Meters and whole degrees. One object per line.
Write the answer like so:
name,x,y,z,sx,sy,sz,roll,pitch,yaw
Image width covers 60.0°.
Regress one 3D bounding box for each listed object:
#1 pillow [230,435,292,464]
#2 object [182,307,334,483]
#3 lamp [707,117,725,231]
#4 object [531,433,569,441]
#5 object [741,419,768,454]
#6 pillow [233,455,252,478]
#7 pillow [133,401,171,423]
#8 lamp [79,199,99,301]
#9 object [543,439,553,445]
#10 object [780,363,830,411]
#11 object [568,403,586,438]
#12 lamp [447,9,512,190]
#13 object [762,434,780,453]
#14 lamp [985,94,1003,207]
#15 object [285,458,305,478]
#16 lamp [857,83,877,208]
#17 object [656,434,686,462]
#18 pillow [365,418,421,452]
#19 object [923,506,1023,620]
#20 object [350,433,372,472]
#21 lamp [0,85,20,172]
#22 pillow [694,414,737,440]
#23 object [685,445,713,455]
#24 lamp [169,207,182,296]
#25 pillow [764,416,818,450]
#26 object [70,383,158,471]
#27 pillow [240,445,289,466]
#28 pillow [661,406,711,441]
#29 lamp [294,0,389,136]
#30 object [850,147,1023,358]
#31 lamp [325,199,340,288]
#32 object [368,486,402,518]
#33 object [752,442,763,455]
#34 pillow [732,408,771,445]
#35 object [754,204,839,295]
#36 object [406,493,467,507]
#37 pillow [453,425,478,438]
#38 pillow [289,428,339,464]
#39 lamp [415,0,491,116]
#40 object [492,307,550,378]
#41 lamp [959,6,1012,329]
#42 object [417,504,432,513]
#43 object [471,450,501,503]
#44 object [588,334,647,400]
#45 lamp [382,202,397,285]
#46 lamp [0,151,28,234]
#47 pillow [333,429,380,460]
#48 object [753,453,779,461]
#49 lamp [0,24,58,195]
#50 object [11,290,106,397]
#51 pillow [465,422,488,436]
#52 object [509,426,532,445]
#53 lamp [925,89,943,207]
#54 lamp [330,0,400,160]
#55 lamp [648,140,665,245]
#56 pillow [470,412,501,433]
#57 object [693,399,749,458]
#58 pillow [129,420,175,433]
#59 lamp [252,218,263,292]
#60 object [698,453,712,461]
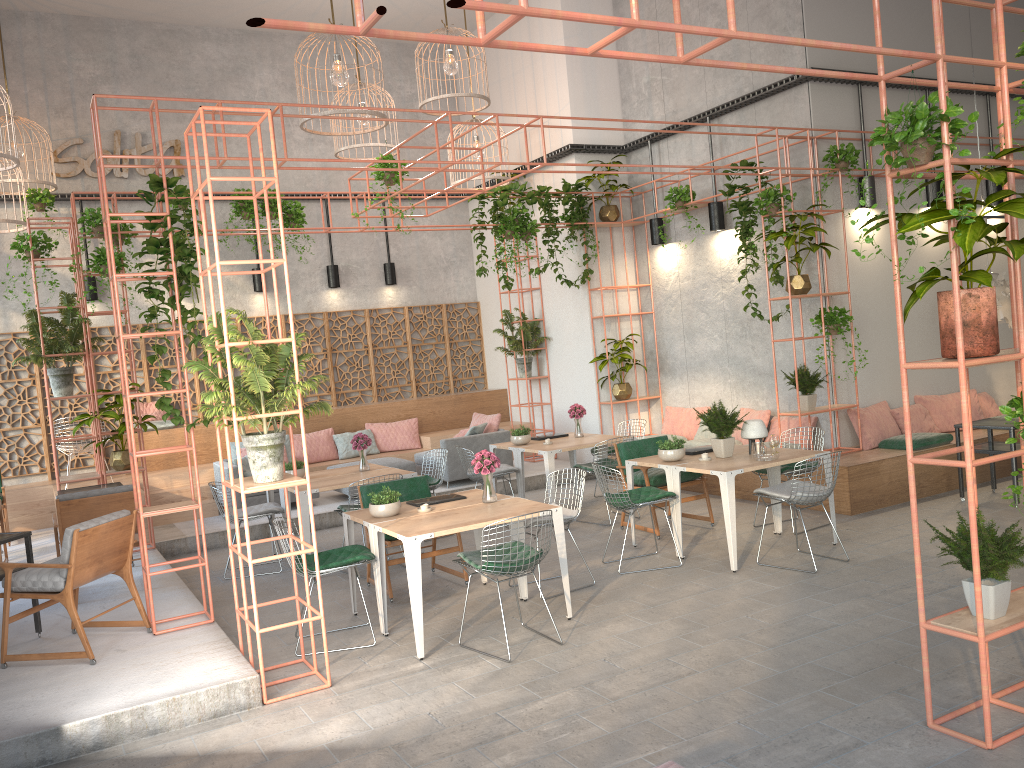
pillow,-3.392,0.977,12.038,0.839,0.474,0.276,-7,3,-28
object,-1.609,0.066,5.588,0.900,1.100,0.894,-5,2,1
lamp,2.540,-2.656,11.203,0.185,1.425,0.179,-7,3,-29
object,0.458,0.654,11.000,0.427,0.031,0.268,-7,3,-28
object,2.207,0.483,8.067,0.241,0.313,0.241,-5,3,16
pillow,-3.387,1.081,11.527,0.307,0.324,0.499,-5,2,7
pillow,-5.229,0.398,12.891,0.499,0.324,0.307,-6,3,-13
lamp,-6.063,-1.899,12.602,0.185,1.436,0.185,-5,3,12
object,0.416,0.668,10.328,0.115,0.078,0.115,-6,3,-23
object,3.185,0.029,9.673,0.368,0.527,0.438,-7,3,-28
object,0.795,0.441,10.753,0.225,0.414,0.213,-7,3,-36
lamp,-0.612,-4.618,12.790,0.883,3.476,0.883,-4,3,24
object,2.348,0.545,7.991,0.210,0.154,0.165,-7,3,-39
lamp,6.172,-3.007,11.413,0.179,1.425,0.185,-7,3,-29
object,-2.286,0.881,9.259,0.252,0.247,0.247,-7,3,-29
lamp,4.071,-2.760,10.267,0.179,1.425,0.185,-7,3,-29
object,1.451,0.579,8.083,0.254,0.247,0.248,-7,3,-28
pillow,-1.854,0.807,13.804,0.839,0.474,0.276,-6,2,-8
object,2.258,0.856,4.271,0.368,0.527,0.438,-7,3,-28
object,-1.598,0.723,9.448,0.225,0.414,0.213,-7,3,-36
lamp,-5.683,-3.974,8.965,0.883,3.476,0.883,-4,3,24
pillow,2.683,0.591,11.642,0.289,0.385,0.666,-7,3,-33
object,1.808,0.634,8.521,0.427,0.031,0.268,-7,3,-28
lamp,-5.046,-2.019,13.157,0.185,1.436,0.185,-5,3,12
pillow,3.297,0.582,10.517,0.289,0.385,0.666,-7,3,-33
object,-4.233,0.470,9.427,0.903,0.923,0.934,-4,3,28
pillow,-3.329,1.009,11.901,0.666,0.385,0.289,-7,3,-28
pillow,2.390,0.546,12.215,0.276,0.474,0.839,-7,3,-38
lamp,-1.843,-4.330,8.833,0.883,3.476,0.883,-4,3,24
object,2.076,-0.594,4.103,0.924,0.946,0.923,-4,3,28
lamp,-2.939,-2.267,14.307,0.185,1.436,0.185,-5,3,12
object,-0.968,0.890,6.742,0.252,0.247,0.247,-7,3,-29
object,2.179,0.579,7.859,0.095,0.119,0.095,-6,2,-4
pillow,2.965,0.541,11.069,0.276,0.474,0.839,-6,2,-8
object,3.025,-1.423,9.480,0.903,0.947,0.934,-4,3,23
object,-0.612,0.945,7.181,0.427,0.031,0.268,-7,3,-28
pillow,-0.709,0.758,12.820,0.479,0.317,0.441,-3,3,43
pillow,-2.973,0.939,13.194,0.839,0.474,0.276,-7,3,-38
lamp,-0.867,-5.149,10.863,0.883,3.476,0.883,-4,3,24
object,0.148,-0.647,13.844,0.900,1.097,0.894,-5,2,1
lamp,6.216,-2.718,9.700,4.456,4.052,0.704,-7,3,-28
object,-0.668,0.945,6.770,0.115,0.073,0.115,-7,3,-34
object,-0.195,0.714,6.874,0.225,0.414,0.213,-7,3,-36
object,1.489,-0.234,12.607,0.903,0.919,0.934,-4,3,33
lamp,-2.084,-2.368,14.774,0.179,1.436,0.185,-7,3,-29
lamp,-6.258,-3.537,10.221,0.883,3.476,0.883,-4,3,24
pillow,-2.372,0.916,13.498,0.666,0.385,0.289,-7,3,-33
object,2.185,0.629,7.619,0.218,0.041,0.218,-6,3,-20
lamp,-6.610,-4.285,11.544,0.883,3.476,0.883,-4,3,24
object,-4.761,-0.418,9.345,0.900,1.101,0.894,-4,3,26
pillow,-0.543,0.741,12.397,0.308,0.349,0.495,-4,3,21
object,0.101,0.599,10.561,0.254,0.247,0.248,-7,3,-28
lamp,5.126,-2.884,10.843,0.179,1.425,0.185,-7,3,-29
lamp,-2.128,-4.860,11.992,0.883,3.476,0.883,-4,3,24
lamp,1.962,-2.647,12.264,0.185,1.425,0.179,-7,3,-29
pillow,-0.425,0.665,12.840,0.273,0.476,0.836,-7,3,-28
object,1.875,0.399,8.011,0.368,0.527,0.438,-7,3,-28
pillow,-5.152,0.609,12.614,0.637,0.149,0.491,-7,3,-27
lamp,-3.976,-2.145,13.741,0.185,1.436,0.185,-5,3,12
object,1.724,0.648,7.927,0.115,0.078,0.115,-6,3,-23
